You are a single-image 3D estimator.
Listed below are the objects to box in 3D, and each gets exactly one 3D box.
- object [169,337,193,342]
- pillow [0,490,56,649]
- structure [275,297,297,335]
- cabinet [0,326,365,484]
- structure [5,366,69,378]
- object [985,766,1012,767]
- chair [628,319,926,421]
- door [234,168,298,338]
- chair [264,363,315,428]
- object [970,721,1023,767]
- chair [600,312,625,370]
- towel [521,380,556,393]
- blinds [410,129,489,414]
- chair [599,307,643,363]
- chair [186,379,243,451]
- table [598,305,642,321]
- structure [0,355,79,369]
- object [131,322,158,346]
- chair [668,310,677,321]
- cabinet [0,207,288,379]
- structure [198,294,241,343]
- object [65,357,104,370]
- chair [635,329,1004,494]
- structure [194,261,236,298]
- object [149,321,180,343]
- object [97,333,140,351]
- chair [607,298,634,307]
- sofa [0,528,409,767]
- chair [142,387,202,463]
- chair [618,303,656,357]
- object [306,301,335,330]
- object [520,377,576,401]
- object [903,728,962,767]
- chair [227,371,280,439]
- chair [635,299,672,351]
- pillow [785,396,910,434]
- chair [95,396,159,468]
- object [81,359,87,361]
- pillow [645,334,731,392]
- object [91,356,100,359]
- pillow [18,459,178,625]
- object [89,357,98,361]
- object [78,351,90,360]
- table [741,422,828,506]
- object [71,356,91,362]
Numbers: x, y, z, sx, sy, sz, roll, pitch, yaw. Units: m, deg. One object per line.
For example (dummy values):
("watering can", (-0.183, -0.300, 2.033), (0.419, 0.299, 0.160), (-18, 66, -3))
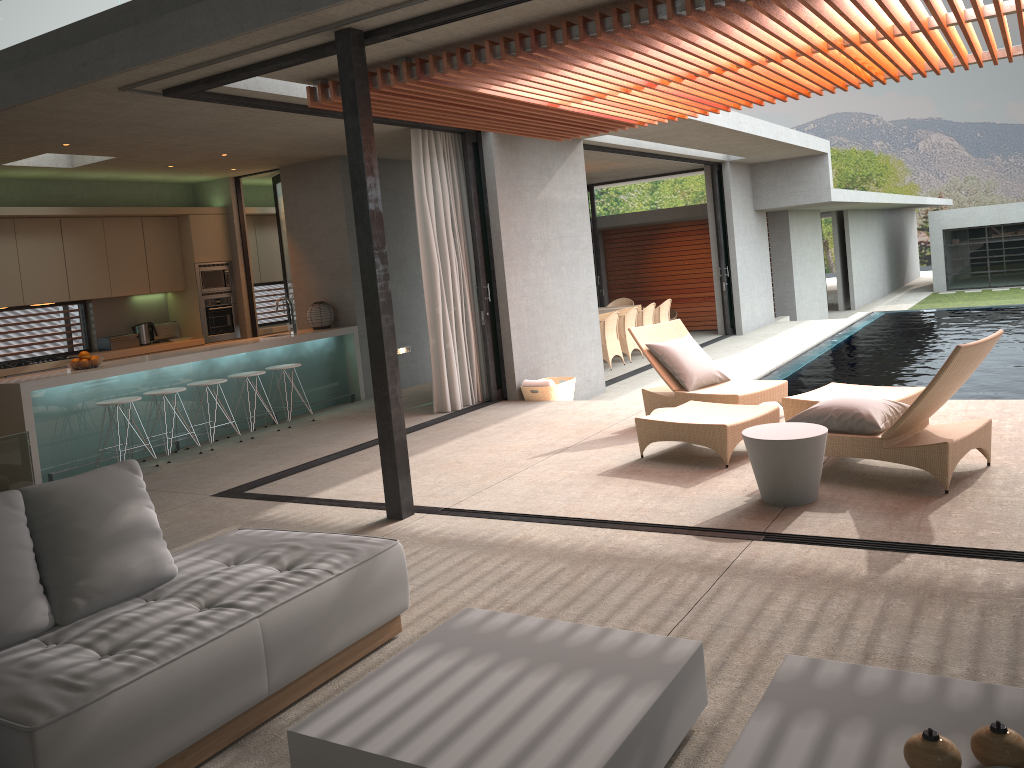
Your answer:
("object", (-4.180, -0.564, 11.182), (0.310, 0.034, 0.312), (-6, 8, 0))
("pillow", (-1.787, 0.640, 2.888), (0.238, 0.495, 0.496), (-3, 6, 32))
("structure", (-2.622, -0.780, 10.159), (0.257, 0.439, 0.098), (-3, 4, 32))
("cabinet", (-3.224, 0.095, 9.148), (0.799, 0.894, 4.159), (-2, 8, 32))
("structure", (-4.974, 0.099, 9.458), (0.079, 0.498, 0.835), (-4, 7, 32))
("object", (1.197, 0.850, 1.900), (0.438, 0.039, 0.155), (-7, 8, -12))
("chair", (2.040, -0.089, 7.139), (0.705, 0.822, 2.295), (-10, 8, -39))
("door", (-2.698, 0.210, 5.853), (5.769, 4.447, 15.448), (-5, 8, 4))
("chair", (-2.395, 0.118, 9.390), (0.381, 0.621, 0.385), (-3, 5, 32))
("object", (1.100, 0.812, 1.993), (0.119, 0.105, 0.120), (-1, 7, 36))
("chair", (1.370, -0.673, 13.646), (0.629, 0.859, 0.622), (-3, 6, 32))
("towel", (0.337, 0.094, 9.612), (0.368, 0.310, 0.312), (-2, 7, 32))
("blinds", (-0.666, -1.214, 9.376), (0.229, 2.920, 0.892), (-4, 4, 28))
("chair", (1.751, -0.798, 14.275), (0.629, 0.859, 0.622), (-3, 6, 32))
("chair", (-2.909, 0.288, 8.536), (0.381, 0.621, 0.385), (-3, 5, 32))
("table", (1.019, -0.795, 15.155), (1.277, 0.752, 3.287), (-2, 9, 31))
("structure", (-5.216, -0.215, 9.572), (0.463, 0.090, 0.846), (-1, 9, 31))
("object", (-4.584, -0.628, 11.017), (0.177, 0.284, 0.280), (-2, 6, 37))
("chair", (3.546, -1.268, 20.619), (0.633, 0.859, 0.618), (-8, 5, -28))
("cabinet", (-4.197, -0.782, 10.107), (1.961, 2.551, 7.539), (-3, 8, 32))
("structure", (-3.965, -0.851, 11.580), (0.496, 0.577, 0.601), (-2, 6, 32))
("object", (-3.893, -0.182, 8.061), (0.315, 0.081, 0.318), (-1, 9, 31))
("chair", (1.913, 0.107, 5.817), (0.705, 0.823, 2.293), (-10, 9, -43))
("structure", (-4.031, -1.354, 11.562), (0.459, 0.435, 0.602), (-2, 7, 32))
("object", (-4.460, -0.662, 11.312), (0.150, 0.246, 0.393), (-3, 7, 32))
("object", (-4.782, -0.507, 10.752), (0.240, 0.159, 0.404), (-2, 8, 32))
("chair", (2.039, -1.196, 16.934), (0.616, 0.859, 0.635), (-3, 6, 32))
("sofa", (-1.273, 0.794, 3.235), (1.011, 0.729, 1.611), (-2, 8, 32))
("chair", (-3.156, 0.370, 8.128), (0.381, 0.621, 0.385), (-3, 5, 32))
("chair", (2.132, -0.923, 14.904), (0.629, 0.859, 0.622), (-3, 6, 32))
("object", (-2.323, -0.834, 10.720), (0.339, 0.333, 0.343), (-3, 6, 23))
("object", (0.416, 0.125, 9.745), (0.445, 0.299, 0.686), (-2, 8, 31))
("object", (0.946, 0.828, 1.991), (0.120, 0.105, 0.120), (-8, 6, -24))
("chair", (-2.654, 0.204, 8.960), (0.381, 0.621, 0.385), (-3, 5, 32))
("chair", (2.513, -1.048, 15.533), (0.629, 0.859, 0.622), (-3, 6, 32))
("pillow", (2.126, 0.180, 5.552), (0.593, 0.193, 0.600), (1, 10, 43))
("chair", (-3.400, 0.450, 7.725), (0.381, 0.621, 0.385), (-3, 5, 32))
("object", (-3.857, -0.186, 7.980), (0.081, 0.081, 0.081), (-9, 6, -29))
("pillow", (1.541, -0.191, 7.722), (0.613, 0.425, 0.427), (-11, 8, -40))
("object", (-3.842, -0.215, 8.130), (0.094, 0.094, 0.095), (-4, 6, 20))
("pillow", (-1.535, 0.570, 3.298), (0.265, 0.481, 0.496), (-3, 6, 32))
("object", (-3.806, -0.204, 8.045), (0.087, 0.086, 0.087), (-3, 6, 22))
("object", (-3.916, -0.255, 8.088), (0.095, 0.094, 0.094), (-10, 7, -38))
("table", (1.578, 0.462, 5.074), (0.474, 0.391, 0.479), (-4, 6, 13))
("object", (-3.906, -0.192, 8.003), (0.174, 0.099, 0.097), (-7, 6, -14))
